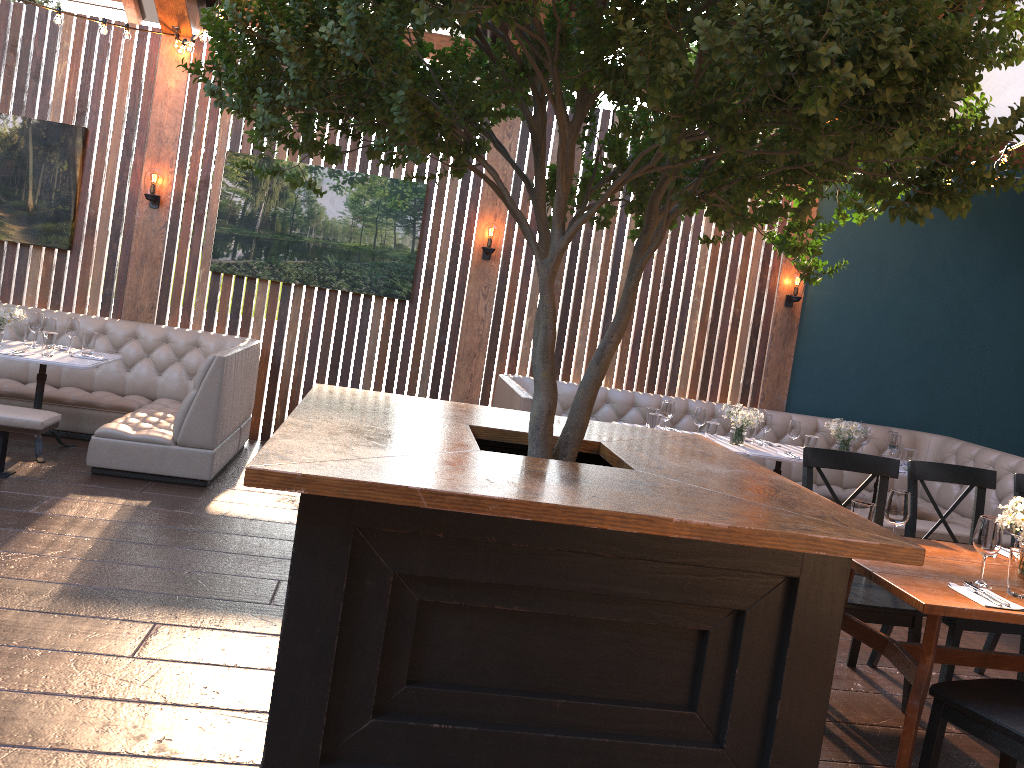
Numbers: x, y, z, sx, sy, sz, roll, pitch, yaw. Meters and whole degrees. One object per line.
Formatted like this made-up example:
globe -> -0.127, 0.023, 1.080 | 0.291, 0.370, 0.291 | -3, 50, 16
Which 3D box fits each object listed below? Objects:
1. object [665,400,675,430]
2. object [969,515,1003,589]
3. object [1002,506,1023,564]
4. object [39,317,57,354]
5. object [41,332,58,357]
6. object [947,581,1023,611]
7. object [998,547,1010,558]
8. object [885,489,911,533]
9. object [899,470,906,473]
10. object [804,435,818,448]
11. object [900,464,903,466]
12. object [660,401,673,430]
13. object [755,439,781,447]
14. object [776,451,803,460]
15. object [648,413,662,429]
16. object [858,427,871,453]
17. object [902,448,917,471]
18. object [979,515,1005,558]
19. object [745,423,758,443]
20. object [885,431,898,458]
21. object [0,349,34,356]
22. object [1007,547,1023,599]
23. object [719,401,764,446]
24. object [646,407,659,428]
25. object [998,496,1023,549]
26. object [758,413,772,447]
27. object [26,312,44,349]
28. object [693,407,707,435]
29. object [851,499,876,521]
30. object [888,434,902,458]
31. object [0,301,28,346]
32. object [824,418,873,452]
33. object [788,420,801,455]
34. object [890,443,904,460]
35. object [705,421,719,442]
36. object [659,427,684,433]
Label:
object -> 1.167, 0.245, 6.625 | 0.093, 0.244, 0.092 | 10, 3, 40
object -> 1.684, 0.597, 3.147 | 0.093, 0.244, 0.092 | 10, 3, 40
object -> 2.053, 0.610, 3.593 | 0.093, 0.244, 0.092 | 10, 3, 40
object -> -3.064, -0.317, 5.841 | 0.093, 0.244, 0.092 | 10, 3, 40
object -> -3.005, -0.255, 5.741 | 0.091, 0.158, 0.092 | 8, 3, -21
object -> 1.595, 0.711, 3.004 | 0.157, 0.019, 0.256 | 8, 5, -8
object -> 2.147, 0.725, 3.726 | 0.157, 0.019, 0.256 | 8, 5, -8
object -> 1.502, 0.540, 3.462 | 0.093, 0.244, 0.092 | 10, 3, 40
object -> 2.749, 0.611, 6.481 | 0.157, 0.019, 0.256 | 8, 5, -8
object -> 2.170, 0.458, 6.439 | 0.091, 0.158, 0.092 | 8, 3, -21
object -> 3.063, 0.630, 6.777 | 0.255, 0.019, 0.158 | 8, 5, -7
object -> 1.117, 0.254, 6.453 | 0.093, 0.244, 0.092 | 10, 3, 40
object -> 1.994, 0.459, 6.889 | 0.157, 0.019, 0.256 | 8, 5, -8
object -> 2.004, 0.509, 6.374 | 0.157, 0.019, 0.256 | 8, 5, -8
object -> 1.018, 0.293, 6.346 | 0.091, 0.158, 0.092 | 8, 3, -21
object -> 2.709, 0.459, 6.824 | 0.093, 0.244, 0.092 | 10, 3, 35
object -> 2.939, 0.563, 6.549 | 0.091, 0.158, 0.092 | 8, 3, -21
object -> 1.994, 0.636, 3.684 | 0.092, 0.158, 0.091 | 10, 3, 29
object -> 1.842, 0.372, 6.821 | 0.091, 0.158, 0.092 | 8, 3, -21
object -> 2.934, 0.490, 6.849 | 0.093, 0.244, 0.092 | 10, 3, 35
object -> -3.174, -0.205, 5.681 | 0.157, 0.019, 0.256 | 8, 5, -8
object -> 1.772, 0.660, 3.079 | 0.092, 0.158, 0.091 | 10, 3, 29
object -> 1.707, 0.299, 6.572 | 0.331, 0.309, 0.335 | 11, 4, 34
object -> 1.062, 0.264, 6.718 | 0.091, 0.158, 0.092 | 8, 3, -21
object -> 1.994, 0.593, 3.330 | 0.336, 0.309, 0.329 | 9, 4, 7
object -> 1.921, 0.350, 6.716 | 0.093, 0.244, 0.092 | 10, 3, 40
object -> -3.258, -0.366, 6.043 | 0.093, 0.244, 0.092 | 10, 3, 40
object -> 1.359, 0.293, 6.425 | 0.093, 0.244, 0.092 | 10, 3, 40
object -> 1.413, 0.558, 3.586 | 0.091, 0.158, 0.092 | 8, 3, -21
object -> 2.854, 0.501, 6.615 | 0.093, 0.244, 0.092 | 10, 3, 35
object -> -3.430, -0.410, 5.897 | 0.329, 0.309, 0.337 | 9, 4, 4
object -> 2.522, 0.410, 6.694 | 0.328, 0.309, 0.338 | 5, 5, -43
object -> 2.075, 0.392, 6.527 | 0.093, 0.244, 0.092 | 10, 3, 40
object -> 3.005, 0.537, 6.926 | 0.091, 0.158, 0.092 | 8, 3, -21
object -> 1.428, 0.355, 6.339 | 0.091, 0.158, 0.092 | 8, 3, -21
object -> 1.228, 0.353, 6.787 | 0.157, 0.019, 0.256 | 8, 5, -8
